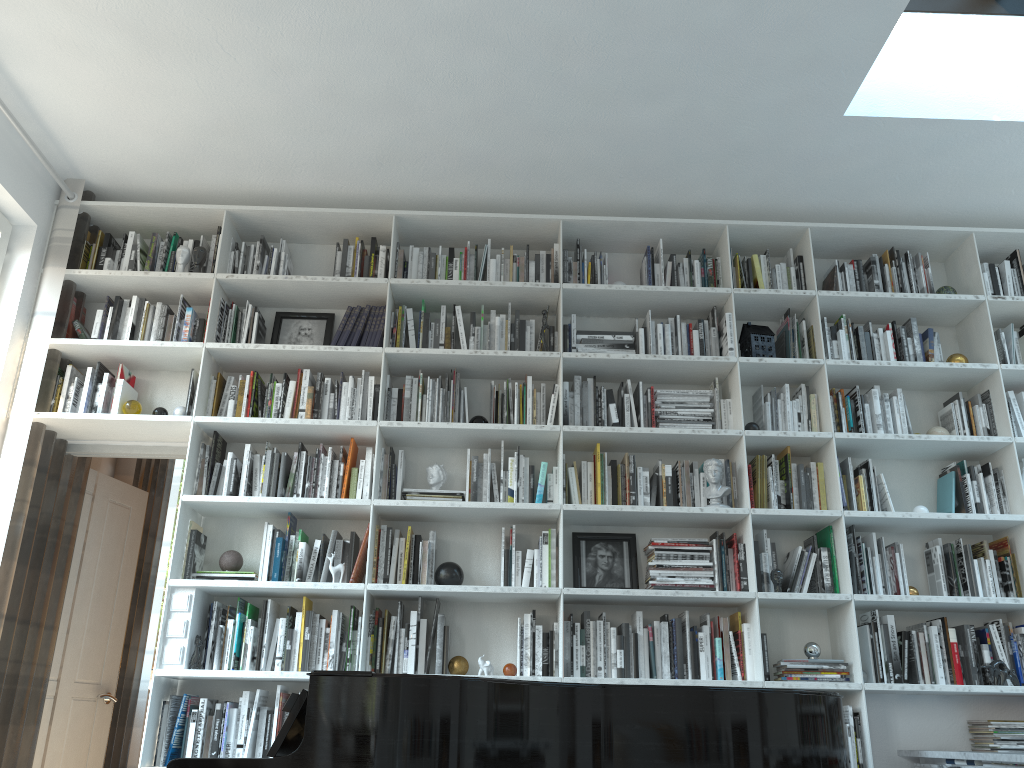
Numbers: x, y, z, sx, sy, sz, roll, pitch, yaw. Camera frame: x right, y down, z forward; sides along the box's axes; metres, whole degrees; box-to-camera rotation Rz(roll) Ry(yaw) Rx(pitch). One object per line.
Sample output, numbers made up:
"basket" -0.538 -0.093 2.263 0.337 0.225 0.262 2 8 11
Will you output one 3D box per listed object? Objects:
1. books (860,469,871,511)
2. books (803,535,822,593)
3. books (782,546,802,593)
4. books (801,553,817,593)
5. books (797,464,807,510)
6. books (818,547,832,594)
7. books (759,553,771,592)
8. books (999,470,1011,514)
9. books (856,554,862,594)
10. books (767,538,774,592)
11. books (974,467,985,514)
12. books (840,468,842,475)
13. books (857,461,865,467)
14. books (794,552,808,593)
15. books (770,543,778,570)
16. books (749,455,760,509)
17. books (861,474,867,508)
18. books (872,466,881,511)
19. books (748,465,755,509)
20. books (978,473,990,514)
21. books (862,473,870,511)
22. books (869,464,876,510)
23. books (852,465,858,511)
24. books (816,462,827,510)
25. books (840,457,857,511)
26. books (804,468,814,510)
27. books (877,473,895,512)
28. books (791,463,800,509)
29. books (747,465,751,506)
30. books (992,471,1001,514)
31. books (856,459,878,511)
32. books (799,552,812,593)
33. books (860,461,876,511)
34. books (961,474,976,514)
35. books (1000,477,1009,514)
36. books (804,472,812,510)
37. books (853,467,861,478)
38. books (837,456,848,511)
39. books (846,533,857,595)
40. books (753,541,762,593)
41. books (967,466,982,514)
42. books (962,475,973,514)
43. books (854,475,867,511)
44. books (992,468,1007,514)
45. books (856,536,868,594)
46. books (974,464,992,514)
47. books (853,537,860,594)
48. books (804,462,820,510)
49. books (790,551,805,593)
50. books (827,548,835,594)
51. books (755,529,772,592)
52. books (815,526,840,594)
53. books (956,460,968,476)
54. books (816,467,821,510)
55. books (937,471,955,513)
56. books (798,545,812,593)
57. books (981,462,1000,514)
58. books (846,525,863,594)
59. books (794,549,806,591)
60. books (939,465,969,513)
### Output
"books" 1.659 0.537 4.206 0.017 0.242 0.133 1 -21 -1
"books" 1.384 0.851 4.079 0.013 0.284 0.139 1 -21 -1
"books" 1.256 0.869 4.045 0.095 0.227 0.190 1 -21 -1
"books" 1.332 0.889 4.058 0.091 0.204 0.170 1 -21 -1
"books" 1.340 0.519 4.174 0.027 0.241 0.189 1 -21 -1
"books" 1.405 0.874 4.049 0.029 0.222 0.171 1 -21 -1
"books" 1.134 0.881 4.039 0.027 0.191 0.183 1 -21 -1
"books" 2.308 0.548 4.207 0.010 0.244 0.159 1 -21 -1
"books" 1.561 0.894 4.067 0.013 0.203 0.154 1 -21 -1
"books" 1.166 0.857 4.075 0.012 0.265 0.158 1 -21 -1
"books" 2.182 0.539 4.211 0.015 0.258 0.152 1 -21 -1
"books" 1.547 0.535 4.211 0.007 0.243 0.146 1 -21 -1
"books" 1.697 0.525 4.253 0.011 0.299 0.089 1 -21 -1
"books" 1.300 0.886 4.062 0.090 0.211 0.143 1 -21 -1
"books" 1.190 0.866 4.073 0.035 0.247 0.141 1 -21 -1
"books" 1.146 0.496 4.196 0.035 0.292 0.145 1 -21 -1
"books" 1.636 0.550 4.196 0.014 0.208 0.157 1 -21 -1
"books" 1.708 0.534 4.214 0.007 0.253 0.161 1 -21 -1
"books" 1.115 0.526 4.212 0.013 0.246 0.177 1 -21 -1
"books" 2.196 0.553 4.198 0.012 0.223 0.178 1 -21 -1
"books" 1.647 0.546 4.189 0.007 0.211 0.159 1 -21 -1
"books" 1.676 0.521 4.209 0.006 0.272 0.167 1 -21 -1
"books" 1.598 0.529 4.208 0.013 0.255 0.145 1 -21 -1
"books" 1.451 0.522 4.213 0.033 0.267 0.142 1 -21 -1
"books" 1.572 0.507 4.185 0.013 0.278 0.192 1 -21 -1
"books" 1.389 0.531 4.200 0.028 0.238 0.146 1 -21 -1
"books" 1.738 0.547 4.180 0.051 0.209 0.177 1 -21 -1
"books" 1.316 0.522 4.199 0.033 0.252 0.175 1 -21 -1
"books" 1.100 0.523 4.201 0.014 0.243 0.145 1 -21 -1
"books" 2.262 0.551 4.217 0.013 0.243 0.159 1 -21 -1
"books" 1.686 0.515 4.212 0.013 0.286 0.159 1 -21 -1
"books" 1.319 0.887 4.070 0.090 0.214 0.139 1 -21 -1
"books" 1.671 0.521 4.203 0.006 0.269 0.179 1 -21 -1
"books" 2.131 0.556 4.200 0.013 0.218 0.188 1 -21 -1
"books" 2.291 0.566 4.210 0.023 0.211 0.165 1 -21 -1
"books" 1.363 0.540 4.175 0.034 0.203 0.182 1 -21 -1
"books" 1.626 0.534 4.202 0.008 0.241 0.169 1 -21 -1
"books" 1.527 0.507 4.200 0.035 0.286 0.192 1 -21 -1
"books" 1.541 0.849 4.078 0.018 0.294 0.178 1 -21 -1
"books" 1.106 0.859 4.068 0.028 0.252 0.143 1 -21 -1
"books" 2.166 0.537 4.211 0.018 0.262 0.165 1 -21 -1
"books" 2.121 0.560 4.198 0.006 0.209 0.189 1 -21 -1
"books" 1.614 0.548 4.168 0.017 0.191 0.192 1 -21 -1
"books" 2.275 0.541 4.202 0.011 0.251 0.170 1 -21 -1
"books" 1.585 0.852 4.068 0.005 0.282 0.159 1 -21 -1
"books" 2.215 0.536 4.222 0.032 0.273 0.155 1 -21 -1
"books" 1.553 0.855 4.074 0.006 0.280 0.156 1 -21 -1
"books" 1.413 0.517 4.201 0.032 0.265 0.143 1 -21 -1
"books" 1.273 0.880 4.046 0.089 0.209 0.176 1 -21 -1
"books" 1.430 0.877 4.060 0.021 0.225 0.149 1 -21 -1
"books" 1.154 0.834 4.074 0.013 0.305 0.141 1 -21 -1
"books" 1.449 0.831 4.076 0.014 0.323 0.183 1 -21 -1
"books" 2.144 0.526 4.229 0.013 0.294 0.154 1 -21 -1
"books" 1.431 0.532 4.212 0.019 0.246 0.149 1 -21 -1
"books" 2.062 0.550 4.215 0.056 0.240 0.154 1 -21 -1
"books" 1.316 0.872 4.066 0.094 0.237 0.150 1 -21 -1
"books" 2.238 0.529 4.201 0.012 0.272 0.184 1 -21 -1
"books" 1.572 0.834 4.101 0.007 0.340 0.150 1 -21 -1
"books" 1.289 0.880 4.069 0.095 0.225 0.144 1 -21 -1
"books" 2.100 0.536 4.214 0.021 0.263 0.175 1 -21 -1
